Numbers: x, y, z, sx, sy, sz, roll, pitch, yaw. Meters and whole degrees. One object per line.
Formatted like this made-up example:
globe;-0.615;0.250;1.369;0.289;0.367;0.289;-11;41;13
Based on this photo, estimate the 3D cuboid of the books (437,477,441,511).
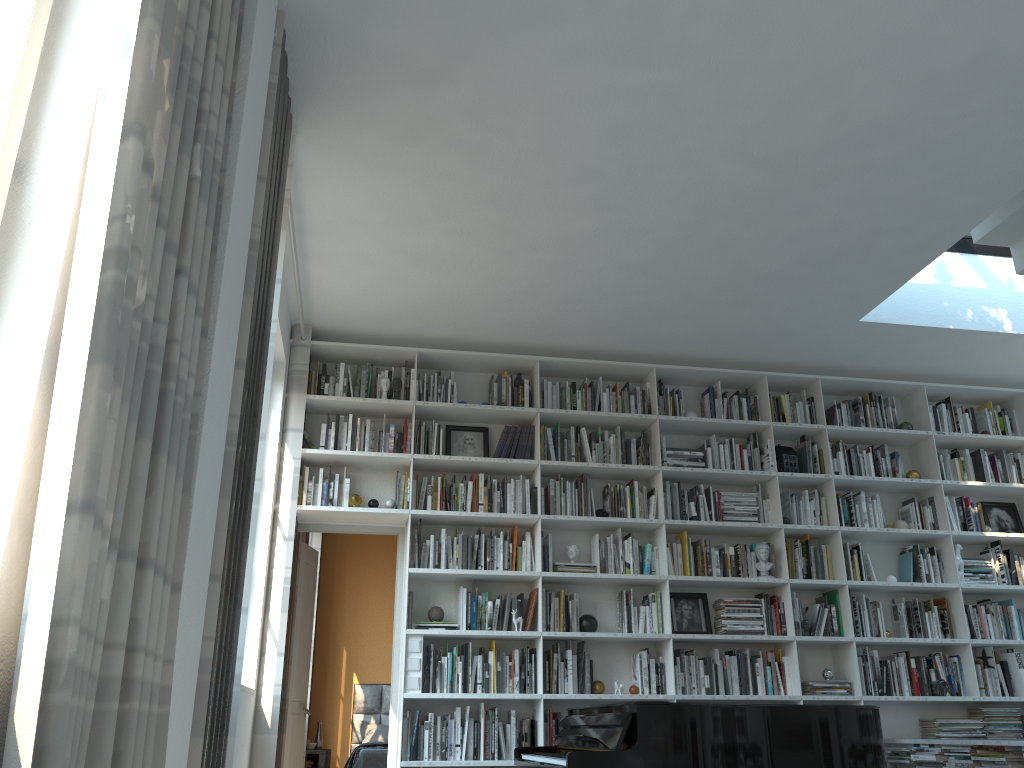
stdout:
books;-0.493;0.763;5.875;0.014;0.251;0.188;3;-21;-9

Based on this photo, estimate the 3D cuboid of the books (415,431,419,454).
books;-0.646;0.437;5.978;0.015;0.206;0.173;3;-21;-9

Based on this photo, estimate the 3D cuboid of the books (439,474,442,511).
books;-0.477;0.752;5.886;0.020;0.279;0.165;3;-21;-9

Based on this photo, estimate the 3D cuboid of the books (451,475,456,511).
books;-0.394;0.761;5.906;0.012;0.276;0.151;3;-21;-9

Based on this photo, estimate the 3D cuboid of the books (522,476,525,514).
books;0.062;0.780;5.971;0.022;0.288;0.170;3;-21;-9

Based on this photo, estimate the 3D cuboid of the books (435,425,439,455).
books;-0.513;0.421;6.000;0.011;0.249;0.168;3;-21;-9

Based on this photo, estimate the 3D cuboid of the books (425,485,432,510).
books;-0.551;0.782;5.845;0.026;0.194;0.176;3;-21;-9

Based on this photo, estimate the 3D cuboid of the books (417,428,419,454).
books;-0.637;0.422;5.986;0.005;0.237;0.154;3;-21;-9

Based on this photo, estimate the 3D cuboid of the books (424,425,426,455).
books;-0.597;0.419;5.993;0.010;0.248;0.166;3;-21;-9

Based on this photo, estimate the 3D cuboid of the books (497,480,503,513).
books;-0.081;0.791;5.960;0.035;0.259;0.131;3;-21;-9

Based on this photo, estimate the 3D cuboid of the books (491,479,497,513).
books;-0.126;0.787;5.949;0.029;0.259;0.158;3;-21;-9

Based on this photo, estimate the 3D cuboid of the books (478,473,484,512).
books;-0.217;0.760;5.913;0.030;0.284;0.186;3;-21;-9

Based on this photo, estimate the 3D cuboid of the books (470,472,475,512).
books;-0.265;0.757;5.931;0.014;0.302;0.152;3;-21;-9

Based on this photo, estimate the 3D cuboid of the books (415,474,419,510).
books;-0.632;0.748;5.851;0.012;0.262;0.181;3;-21;-9

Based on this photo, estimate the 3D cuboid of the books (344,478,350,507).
books;-1.074;0.741;5.762;0.029;0.210;0.188;3;-21;-9

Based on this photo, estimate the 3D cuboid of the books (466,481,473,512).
books;-0.295;0.785;5.912;0.047;0.237;0.163;3;-21;-9

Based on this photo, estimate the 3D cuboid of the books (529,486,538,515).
books;0.131;0.815;5.941;0.039;0.201;0.237;3;-21;-9

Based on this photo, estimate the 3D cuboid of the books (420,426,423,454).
books;-0.617;0.422;5.974;0.009;0.227;0.185;3;-21;-9

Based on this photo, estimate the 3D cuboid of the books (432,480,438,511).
books;-0.515;0.772;5.868;0.030;0.229;0.173;3;-21;-9

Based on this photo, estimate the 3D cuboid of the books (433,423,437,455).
books;-0.528;0.413;5.990;0.023;0.257;0.184;3;-21;-9

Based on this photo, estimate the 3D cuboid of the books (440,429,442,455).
books;-0.488;0.436;5.988;0.012;0.213;0.186;3;-21;-9

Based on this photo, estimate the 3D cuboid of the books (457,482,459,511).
books;-0.367;0.784;5.896;0.011;0.228;0.171;3;-21;-9

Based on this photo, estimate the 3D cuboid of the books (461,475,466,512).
books;-0.324;0.765;5.909;0.014;0.271;0.181;3;-21;-9

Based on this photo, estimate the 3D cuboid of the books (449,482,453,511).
books;-0.406;0.784;5.899;0.012;0.229;0.150;3;-21;-9

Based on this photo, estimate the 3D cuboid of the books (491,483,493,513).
books;-0.144;0.794;5.927;0.013;0.231;0.172;3;-21;-9

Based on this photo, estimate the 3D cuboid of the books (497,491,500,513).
books;-0.101;0.823;5.938;0.022;0.185;0.137;3;-21;-9

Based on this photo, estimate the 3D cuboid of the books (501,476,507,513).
books;-0.055;0.777;5.950;0.012;0.279;0.189;3;-21;-9

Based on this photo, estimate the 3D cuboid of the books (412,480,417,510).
books;-0.650;0.764;5.851;0.022;0.231;0.152;3;-21;-9

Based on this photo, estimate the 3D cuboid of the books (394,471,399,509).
books;-0.761;0.732;5.839;0.012;0.284;0.160;3;-21;-9

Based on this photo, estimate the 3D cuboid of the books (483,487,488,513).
books;-0.187;0.802;5.899;0.029;0.194;0.192;3;-21;-9

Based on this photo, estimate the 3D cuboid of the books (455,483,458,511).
books;-0.378;0.785;5.886;0.014;0.217;0.165;3;-21;-9

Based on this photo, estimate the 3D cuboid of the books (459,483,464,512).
books;-0.345;0.788;5.891;0.031;0.216;0.173;3;-21;-9

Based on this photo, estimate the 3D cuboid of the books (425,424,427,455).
books;-0.586;0.413;5.974;0.004;0.245;0.189;3;-21;-9

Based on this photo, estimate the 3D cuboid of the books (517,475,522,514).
books;0.048;0.774;5.957;0.012;0.289;0.183;3;-21;-9

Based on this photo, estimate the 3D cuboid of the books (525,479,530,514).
books;0.091;0.793;5.969;0.035;0.262;0.178;3;-21;-9

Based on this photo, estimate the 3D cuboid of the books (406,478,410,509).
books;-0.686;0.753;5.812;0.021;0.223;0.232;3;-21;-9

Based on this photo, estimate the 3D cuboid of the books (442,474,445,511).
books;-0.460;0.751;5.878;0.011;0.276;0.164;3;-21;-9

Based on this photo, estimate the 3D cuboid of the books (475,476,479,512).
books;-0.244;0.767;5.911;0.023;0.270;0.187;3;-21;-9

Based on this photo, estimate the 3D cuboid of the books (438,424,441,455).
books;-0.501;0.419;6.001;0.012;0.253;0.167;3;-21;-9

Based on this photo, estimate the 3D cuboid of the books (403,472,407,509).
books;-0.707;0.737;5.853;0.010;0.285;0.137;3;-21;-9

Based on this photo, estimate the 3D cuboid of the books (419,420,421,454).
books;-0.627;0.400;5.998;0.006;0.287;0.144;3;-21;-9

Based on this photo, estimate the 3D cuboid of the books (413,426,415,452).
books;-0.669;0.389;5.977;0.005;0.291;0.184;3;-21;-9

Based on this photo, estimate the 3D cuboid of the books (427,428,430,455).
books;-0.565;0.429;5.977;0.018;0.218;0.187;3;-21;-9

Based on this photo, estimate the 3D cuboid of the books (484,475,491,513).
books;-0.165;0.772;5.944;0.025;0.285;0.162;3;-21;-9

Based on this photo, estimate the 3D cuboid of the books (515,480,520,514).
books;0.025;0.795;5.977;0.024;0.265;0.155;3;-21;-9

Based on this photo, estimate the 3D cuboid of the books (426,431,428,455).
books;-0.585;0.443;6.007;0.012;0.213;0.132;3;-21;-9

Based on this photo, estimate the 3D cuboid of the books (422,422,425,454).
books;-0.605;0.410;5.985;0.009;0.259;0.184;3;-21;-9

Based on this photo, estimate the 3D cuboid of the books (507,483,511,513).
books;-0.034;0.800;5.941;0.030;0.230;0.173;3;-21;-9

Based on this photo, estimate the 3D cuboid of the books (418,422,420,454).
books;-0.631;0.403;5.993;0.005;0.276;0.147;3;-21;-9

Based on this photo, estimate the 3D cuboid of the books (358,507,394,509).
books;-0.916;0.829;5.782;0.285;0.012;0.160;3;-22;-7

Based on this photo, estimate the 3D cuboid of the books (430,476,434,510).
books;-0.536;0.757;5.875;0.010;0.261;0.151;3;-21;-9

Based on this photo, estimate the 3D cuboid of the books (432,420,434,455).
books;-0.543;0.405;6.001;0.005;0.280;0.191;3;-21;-9

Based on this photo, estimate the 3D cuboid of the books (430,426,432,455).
books;-0.555;0.422;5.994;0.019;0.243;0.154;3;-21;-9

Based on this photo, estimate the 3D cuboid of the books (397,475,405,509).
books;-0.736;0.748;5.860;0.044;0.268;0.134;3;-21;-9

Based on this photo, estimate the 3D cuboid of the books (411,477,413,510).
books;-0.668;0.756;5.860;0.012;0.253;0.161;3;-21;-9

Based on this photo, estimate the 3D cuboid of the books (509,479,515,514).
books;-0.008;0.786;5.950;0.022;0.262;0.175;3;-21;-9

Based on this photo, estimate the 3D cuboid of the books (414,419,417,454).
books;-0.657;0.397;5.987;0.006;0.286;0.149;3;-21;-9

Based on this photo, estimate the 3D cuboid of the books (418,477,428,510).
books;-0.598;0.758;5.871;0.062;0.257;0.153;3;-21;-9

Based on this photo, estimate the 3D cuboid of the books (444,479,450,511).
books;-0.435;0.771;5.893;0.047;0.248;0.134;3;-21;-9
